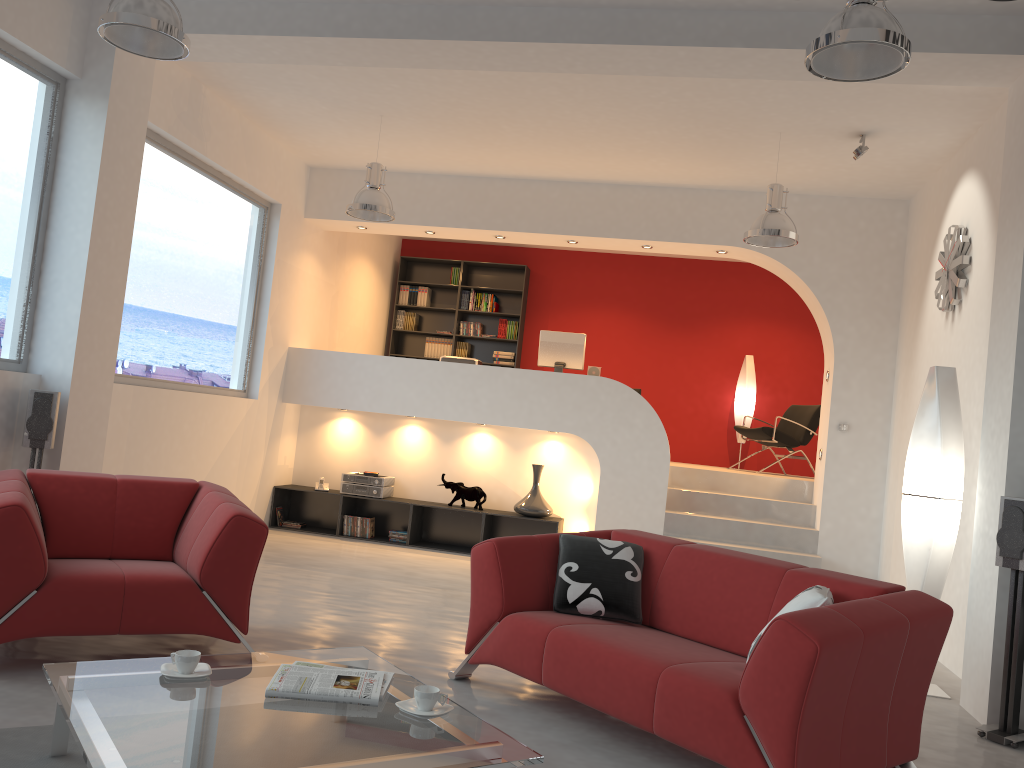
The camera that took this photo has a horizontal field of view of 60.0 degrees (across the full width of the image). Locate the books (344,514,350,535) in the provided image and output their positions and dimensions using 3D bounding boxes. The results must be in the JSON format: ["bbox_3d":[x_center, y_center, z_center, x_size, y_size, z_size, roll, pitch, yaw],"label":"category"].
[{"bbox_3d":[-1.570,1.344,8.476,0.031,0.190,0.135,6,-3,11],"label":"books"}]

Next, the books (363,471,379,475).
[{"bbox_3d":[-1.354,0.859,8.527,0.135,0.015,0.190,6,-3,-4],"label":"books"}]

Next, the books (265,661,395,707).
[{"bbox_3d":[-0.580,0.953,2.826,0.367,0.035,0.345,6,-3,1],"label":"books"}]

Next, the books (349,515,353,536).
[{"bbox_3d":[-1.526,1.348,8.468,0.031,0.190,0.135,6,-3,11],"label":"books"}]

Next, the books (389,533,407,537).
[{"bbox_3d":[-1.056,1.424,8.421,0.190,0.015,0.135,6,-3,11],"label":"books"}]

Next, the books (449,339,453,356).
[{"bbox_3d":[-0.742,-0.424,11.213,0.040,0.260,0.200,6,-3,11],"label":"books"}]

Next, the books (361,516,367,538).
[{"bbox_3d":[-1.409,1.360,8.446,0.031,0.190,0.135,6,-3,11],"label":"books"}]

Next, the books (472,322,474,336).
[{"bbox_3d":[-0.481,-0.679,11.204,0.031,0.190,0.135,6,-3,11],"label":"books"}]

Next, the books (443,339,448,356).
[{"bbox_3d":[-0.821,-0.431,11.228,0.040,0.260,0.200,6,-3,11],"label":"books"}]

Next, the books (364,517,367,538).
[{"bbox_3d":[-1.380,1.363,8.440,0.031,0.190,0.135,6,-3,11],"label":"books"}]

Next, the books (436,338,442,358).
[{"bbox_3d":[-0.901,-0.439,11.243,0.040,0.260,0.200,6,-3,11],"label":"books"}]

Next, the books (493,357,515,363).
[{"bbox_3d":[-0.093,-0.291,11.071,0.260,0.040,0.200,6,-3,11],"label":"books"}]

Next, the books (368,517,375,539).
[{"bbox_3d":[-1.336,1.367,8.432,0.031,0.190,0.135,6,-3,11],"label":"books"}]

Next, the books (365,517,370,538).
[{"bbox_3d":[-1.365,1.364,8.438,0.031,0.190,0.135,6,-3,11],"label":"books"}]

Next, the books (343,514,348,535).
[{"bbox_3d":[-1.585,1.343,8.479,0.031,0.190,0.135,6,-3,11],"label":"books"}]

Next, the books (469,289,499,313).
[{"bbox_3d":[-0.347,-1.033,11.174,0.341,0.286,0.231,6,-3,11],"label":"books"}]

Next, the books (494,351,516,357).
[{"bbox_3d":[-0.081,-0.370,11.064,0.260,0.040,0.200,6,-3,11],"label":"books"}]

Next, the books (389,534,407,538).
[{"bbox_3d":[-1.053,1.440,8.427,0.190,0.015,0.135,6,-3,11],"label":"books"}]

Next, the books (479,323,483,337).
[{"bbox_3d":[-0.393,-0.670,11.188,0.031,0.190,0.135,6,-3,11],"label":"books"}]

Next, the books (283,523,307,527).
[{"bbox_3d":[-2.111,1.367,8.623,0.190,0.015,0.135,6,-3,11],"label":"books"}]

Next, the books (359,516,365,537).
[{"bbox_3d":[-1.424,1.358,8.449,0.031,0.190,0.135,6,-3,11],"label":"books"}]

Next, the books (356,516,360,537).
[{"bbox_3d":[-1.453,1.356,8.454,0.031,0.190,0.135,6,-3,11],"label":"books"}]

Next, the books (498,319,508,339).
[{"bbox_3d":[-0.108,-0.676,11.129,0.090,0.256,0.181,6,-3,11],"label":"books"}]

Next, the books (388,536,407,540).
[{"bbox_3d":[-1.060,1.454,8.427,0.190,0.015,0.135,5,-3,16],"label":"books"}]

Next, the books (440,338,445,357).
[{"bbox_3d":[-0.862,-0.435,11.235,0.040,0.260,0.200,6,-3,11],"label":"books"}]

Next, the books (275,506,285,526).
[{"bbox_3d":[-2.248,1.284,8.602,0.063,0.187,0.135,6,-3,11],"label":"books"}]

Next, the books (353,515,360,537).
[{"bbox_3d":[-1.482,1.353,8.460,0.031,0.190,0.135,6,-3,11],"label":"books"}]

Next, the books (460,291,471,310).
[{"bbox_3d":[-0.577,-1.039,11.240,0.090,0.256,0.181,6,-3,11],"label":"books"}]

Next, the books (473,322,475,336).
[{"bbox_3d":[-0.466,-0.677,11.202,0.031,0.190,0.135,6,-3,11],"label":"books"}]

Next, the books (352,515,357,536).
[{"bbox_3d":[-1.497,1.351,8.462,0.031,0.190,0.135,6,-3,11],"label":"books"}]

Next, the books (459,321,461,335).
[{"bbox_3d":[-0.642,-0.695,11.235,0.031,0.190,0.135,6,-3,11],"label":"books"}]

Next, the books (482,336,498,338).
[{"bbox_3d":[-0.270,-0.585,11.160,0.190,0.015,0.135,6,-3,11],"label":"books"}]

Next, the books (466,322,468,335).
[{"bbox_3d":[-0.554,-0.686,11.218,0.031,0.190,0.135,6,-3,11],"label":"books"}]

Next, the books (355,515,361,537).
[{"bbox_3d":[-1.468,1.354,8.457,0.031,0.190,0.135,6,-3,11],"label":"books"}]

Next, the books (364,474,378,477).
[{"bbox_3d":[-1.354,0.873,8.516,0.135,0.015,0.190,7,-3,-9],"label":"books"}]

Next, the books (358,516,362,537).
[{"bbox_3d":[-1.438,1.357,8.451,0.031,0.190,0.135,6,-3,11],"label":"books"}]

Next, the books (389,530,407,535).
[{"bbox_3d":[-1.063,1.409,8.431,0.190,0.015,0.135,6,-3,6],"label":"books"}]

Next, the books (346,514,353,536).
[{"bbox_3d":[-1.556,1.346,8.473,0.031,0.190,0.135,6,-3,11],"label":"books"}]

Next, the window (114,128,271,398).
[{"bbox_3d":[-2.560,-0.850,6.912,0.100,1.800,2.400,6,-3,11],"label":"window"}]

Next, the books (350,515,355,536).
[{"bbox_3d":[-1.512,1.350,8.465,0.031,0.190,0.135,6,-3,11],"label":"books"}]

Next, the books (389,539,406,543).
[{"bbox_3d":[-1.060,1.485,8.425,0.190,0.015,0.135,6,-3,6],"label":"books"}]

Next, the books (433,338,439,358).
[{"bbox_3d":[-0.941,-0.443,11.250,0.040,0.260,0.200,6,-3,11],"label":"books"}]

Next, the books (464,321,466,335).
[{"bbox_3d":[-0.583,-0.689,11.224,0.031,0.190,0.135,6,-3,11],"label":"books"}]

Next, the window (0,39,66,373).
[{"bbox_3d":[-3.056,-1.047,4.163,0.100,1.800,2.400,6,-3,11],"label":"window"}]

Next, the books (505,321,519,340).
[{"bbox_3d":[0.008,-0.656,11.106,0.146,0.240,0.170,6,-3,11],"label":"books"}]

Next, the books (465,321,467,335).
[{"bbox_3d":[-0.569,-0.688,11.221,0.031,0.190,0.135,6,-3,11],"label":"books"}]

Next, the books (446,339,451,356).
[{"bbox_3d":[-0.782,-0.427,11.220,0.040,0.260,0.200,6,-3,11],"label":"books"}]

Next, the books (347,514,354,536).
[{"bbox_3d":[-1.541,1.347,8.471,0.031,0.190,0.135,6,-3,11],"label":"books"}]

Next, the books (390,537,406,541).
[{"bbox_3d":[-1.052,1.470,8.425,0.190,0.015,0.135,6,-3,11],"label":"books"}]

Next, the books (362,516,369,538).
[{"bbox_3d":[-1.394,1.361,8.443,0.031,0.190,0.135,6,-3,11],"label":"books"}]

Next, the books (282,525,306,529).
[{"bbox_3d":[-2.118,1.381,8.623,0.190,0.015,0.135,6,-3,11],"label":"books"}]

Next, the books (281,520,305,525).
[{"bbox_3d":[-2.126,1.350,8.627,0.190,0.015,0.135,6,-3,11],"label":"books"}]

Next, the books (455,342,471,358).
[{"bbox_3d":[-0.618,-0.401,11.201,0.146,0.240,0.170,6,-3,11],"label":"books"}]

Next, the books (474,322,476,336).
[{"bbox_3d":[-0.451,-0.676,11.199,0.031,0.190,0.135,6,-3,11],"label":"books"}]

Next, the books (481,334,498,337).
[{"bbox_3d":[-0.278,-0.601,11.162,0.190,0.015,0.135,5,-3,16],"label":"books"}]

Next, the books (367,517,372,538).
[{"bbox_3d":[-1.350,1.366,8.435,0.031,0.190,0.135,6,-3,11],"label":"books"}]

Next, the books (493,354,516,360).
[{"bbox_3d":[-0.093,-0.331,11.072,0.260,0.040,0.200,6,-3,10],"label":"books"}]

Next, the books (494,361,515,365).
[{"bbox_3d":[-0.079,-0.249,11.068,0.260,0.040,0.200,6,-3,12],"label":"books"}]

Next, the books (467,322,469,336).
[{"bbox_3d":[-0.539,-0.685,11.215,0.031,0.190,0.135,6,-3,11],"label":"books"}]
